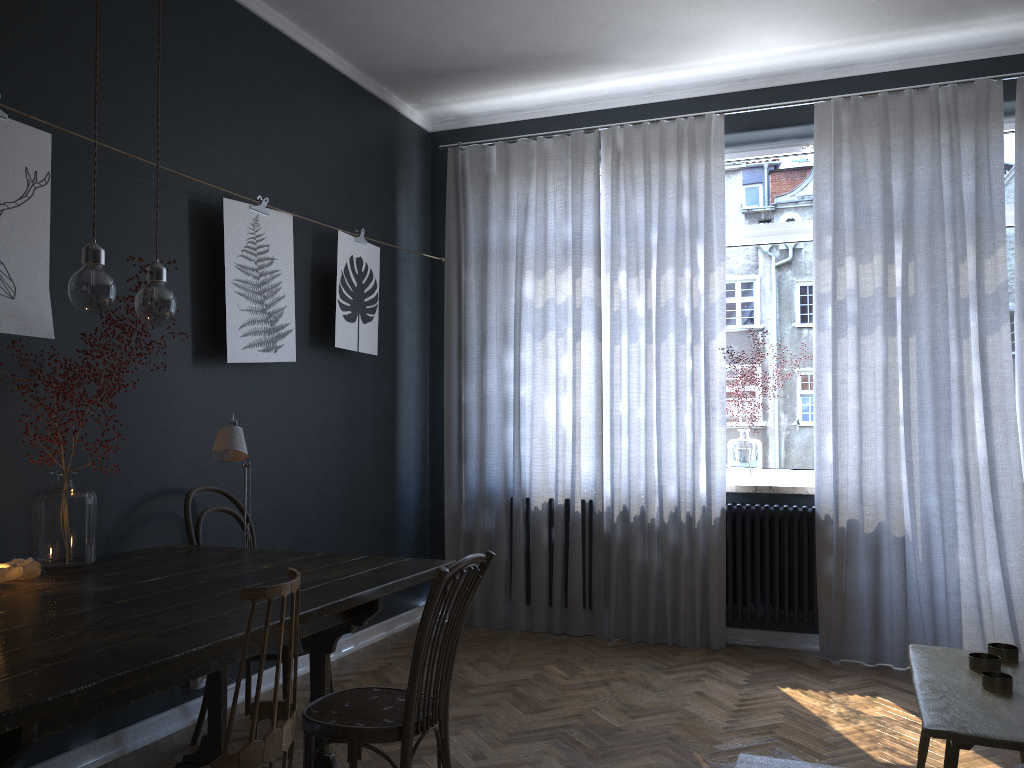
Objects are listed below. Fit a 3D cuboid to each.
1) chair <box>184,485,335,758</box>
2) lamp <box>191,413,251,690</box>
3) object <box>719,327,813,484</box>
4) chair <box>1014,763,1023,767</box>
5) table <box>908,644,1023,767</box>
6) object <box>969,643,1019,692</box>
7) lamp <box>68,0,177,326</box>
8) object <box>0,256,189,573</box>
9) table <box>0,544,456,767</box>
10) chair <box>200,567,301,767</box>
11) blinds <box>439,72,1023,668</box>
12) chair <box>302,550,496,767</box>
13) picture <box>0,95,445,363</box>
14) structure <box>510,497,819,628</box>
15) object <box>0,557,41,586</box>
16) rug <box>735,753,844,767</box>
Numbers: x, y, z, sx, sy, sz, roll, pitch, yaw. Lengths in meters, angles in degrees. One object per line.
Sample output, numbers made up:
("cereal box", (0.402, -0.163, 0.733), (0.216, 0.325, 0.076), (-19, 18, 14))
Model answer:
("chair", (-0.939, 0.846, 3.332), (0.549, 0.920, 0.438), (-1, -2, 19))
("lamp", (-1.002, 0.641, 3.208), (0.242, 1.069, 0.800), (1, -2, -24))
("object", (1.260, 0.126, 4.679), (0.514, 0.809, 0.599), (0, -2, -4))
("chair", (0.821, 0.802, 1.177), (0.645, 0.811, 0.495), (0, -2, 0))
("table", (1.108, 0.976, 2.061), (0.339, 0.549, 0.788), (-1, -2, 21))
("object", (1.182, 0.692, 2.185), (0.103, 0.033, 0.369), (-2, -3, 32))
("lamp", (-0.508, -0.974, 1.916), (0.583, 1.573, 1.591), (1, -3, -37))
("object", (-1.329, 0.084, 2.643), (0.638, 0.930, 0.557), (0, -2, -8))
("table", (-0.990, 0.894, 2.246), (1.126, 0.727, 1.605), (-1, -3, 21))
("chair", (-0.606, 0.811, 1.761), (0.384, 0.856, 0.456), (0, -2, 6))
("blinds", (1.459, -0.039, 4.509), (3.993, 2.787, 0.312), (-1, -2, 21))
("chair", (-0.317, 0.852, 2.349), (0.467, 0.819, 0.363), (-1, -2, 21))
("picture", (-1.216, -0.481, 3.297), (0.058, 0.770, 4.459), (-1, -3, 21))
("structure", (0.836, 0.929, 4.791), (1.846, 0.600, 0.216), (-1, -2, 21))
("object", (-1.375, 0.499, 2.320), (0.252, 0.072, 0.254), (-1, -3, 28))
("rug", (0.898, 1.246, 1.989), (1.003, 0.013, 2.012), (-1, -3, 21))
